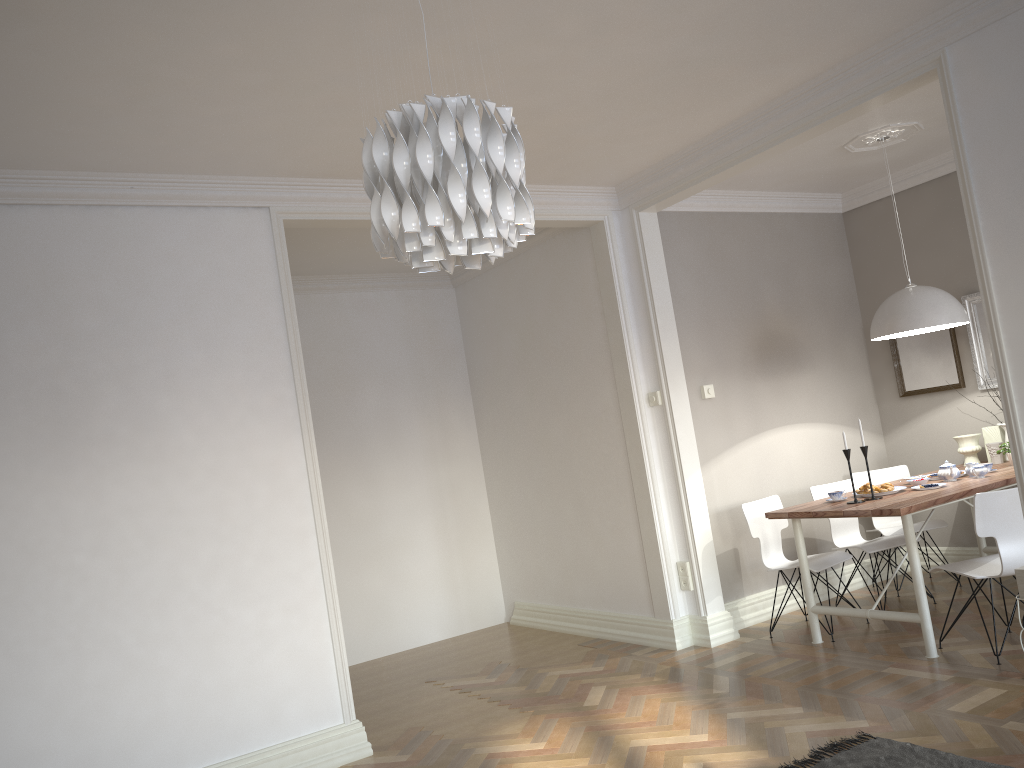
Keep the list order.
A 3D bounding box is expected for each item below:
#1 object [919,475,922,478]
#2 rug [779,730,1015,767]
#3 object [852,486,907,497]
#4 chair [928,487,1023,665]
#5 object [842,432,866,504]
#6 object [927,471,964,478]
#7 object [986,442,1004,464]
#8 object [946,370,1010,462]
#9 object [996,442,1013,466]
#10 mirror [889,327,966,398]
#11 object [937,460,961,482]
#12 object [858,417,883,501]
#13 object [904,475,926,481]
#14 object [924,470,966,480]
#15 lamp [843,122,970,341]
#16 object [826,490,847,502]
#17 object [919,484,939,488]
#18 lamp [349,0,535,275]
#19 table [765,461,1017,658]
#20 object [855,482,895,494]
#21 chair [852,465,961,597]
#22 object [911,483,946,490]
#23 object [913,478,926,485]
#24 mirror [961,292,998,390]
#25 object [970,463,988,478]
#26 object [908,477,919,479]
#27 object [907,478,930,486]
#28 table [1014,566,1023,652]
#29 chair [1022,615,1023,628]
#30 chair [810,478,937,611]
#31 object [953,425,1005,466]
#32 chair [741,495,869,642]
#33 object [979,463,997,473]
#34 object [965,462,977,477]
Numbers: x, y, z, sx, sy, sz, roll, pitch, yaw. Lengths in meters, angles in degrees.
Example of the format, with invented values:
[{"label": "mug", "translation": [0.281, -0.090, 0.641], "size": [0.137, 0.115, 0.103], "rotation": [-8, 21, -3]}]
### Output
[{"label": "object", "translation": [2.392, 0.541, 5.194], "size": [0.020, 0.003, 0.194], "rotation": [-11, -5, 25]}, {"label": "rug", "translation": [1.052, 1.309, 2.083], "size": [2.013, 0.055, 2.115], "rotation": [-6, -5, -32]}, {"label": "object", "translation": [2.063, 0.607, 4.980], "size": [0.287, 0.019, 0.287], "rotation": [-5, -6, -44]}, {"label": "chair", "translation": [2.321, 0.883, 4.272], "size": [0.431, 0.785, 0.480], "rotation": [-8, -4, -12]}, {"label": "object", "translation": [1.808, 0.440, 4.749], "size": [0.095, 0.396, 0.095], "rotation": [-7, -4, -37]}, {"label": "object", "translation": [2.584, 0.543, 5.290], "size": [0.201, 0.022, 0.194], "rotation": [-8, -4, -12]}, {"label": "object", "translation": [3.057, 0.438, 5.601], "size": [0.094, 0.131, 0.097], "rotation": [-11, -4, 24]}, {"label": "object", "translation": [3.109, 0.095, 5.526], "size": [0.699, 0.780, 0.351], "rotation": [-12, -5, 40]}, {"label": "object", "translation": [3.022, 0.407, 5.324], "size": [0.178, 0.162, 0.169], "rotation": [-10, -4, 9]}, {"label": "mirror", "translation": [2.865, -0.214, 6.157], "size": [0.051, 0.557, 0.475], "rotation": [-7, -4, -32]}, {"label": "object", "translation": [2.490, 0.494, 5.057], "size": [0.124, 0.118, 0.144], "rotation": [-7, -4, -28]}, {"label": "object", "translation": [1.908, 0.399, 4.780], "size": [0.095, 0.448, 0.095], "rotation": [-7, -4, -37]}, {"label": "object", "translation": [2.369, 0.565, 5.204], "size": [0.129, 0.038, 0.129], "rotation": [-7, -5, -27]}, {"label": "object", "translation": [2.583, 0.547, 5.285], "size": [0.287, 0.019, 0.287], "rotation": [-12, -5, 31]}, {"label": "lamp", "translation": [2.270, -0.886, 5.179], "size": [0.529, 1.181, 0.531], "rotation": [-7, -4, -25]}, {"label": "object", "translation": [1.811, 0.626, 4.946], "size": [0.116, 0.056, 0.138], "rotation": [-9, -4, -2]}, {"label": "object", "translation": [2.281, 0.562, 4.855], "size": [0.100, 0.025, 0.066], "rotation": [-12, -5, 35]}, {"label": "lamp", "translation": [-0.197, -0.782, 1.939], "size": [0.355, 1.064, 0.354], "rotation": [-10, -4, 10]}, {"label": "table", "translation": [2.522, 0.931, 5.083], "size": [1.984, 0.749, 0.854], "rotation": [-7, -5, -32]}, {"label": "object", "translation": [2.039, 0.586, 4.993], "size": [0.198, 0.063, 0.188], "rotation": [-11, -5, 28]}, {"label": "chair", "translation": [2.614, 0.962, 5.935], "size": [0.431, 0.785, 0.479], "rotation": [-9, -4, -1]}, {"label": "object", "translation": [2.287, 0.565, 4.865], "size": [0.180, 0.014, 0.180], "rotation": [-11, -5, 23]}, {"label": "object", "translation": [2.313, 0.561, 5.045], "size": [0.085, 0.039, 0.082], "rotation": [-11, -4, 23]}, {"label": "mirror", "translation": [3.182, -0.311, 5.641], "size": [0.047, 0.632, 0.545], "rotation": [-7, -4, -32]}, {"label": "object", "translation": [2.622, 0.484, 4.981], "size": [0.090, 0.086, 0.090], "rotation": [-10, -4, 13]}, {"label": "object", "translation": [2.372, 0.564, 5.215], "size": [0.057, 0.037, 0.073], "rotation": [-10, -4, 6]}, {"label": "object", "translation": [2.314, 0.562, 5.044], "size": [0.129, 0.038, 0.129], "rotation": [-6, -5, -32]}, {"label": "table", "translation": [2.159, 0.931, 3.166], "size": [0.298, 0.575, 0.554], "rotation": [-7, -4, -31]}, {"label": "chair", "translation": [2.848, 0.813, 4.470], "size": [0.431, 0.785, 0.480], "rotation": [-7, -4, -27]}, {"label": "chair", "translation": [2.218, 0.992, 5.500], "size": [0.431, 0.785, 0.480], "rotation": [-8, -4, -22]}, {"label": "object", "translation": [3.045, 0.402, 5.763], "size": [0.310, 0.228, 0.173], "rotation": [-10, -4, 11]}, {"label": "chair", "translation": [1.703, 1.052, 5.195], "size": [0.431, 0.785, 0.480], "rotation": [-6, -5, -42]}, {"label": "object", "translation": [2.768, 0.491, 5.183], "size": [0.116, 0.056, 0.116], "rotation": [-12, -5, 30]}, {"label": "object", "translation": [2.634, 0.489, 5.080], "size": [0.072, 0.086, 0.086], "rotation": [-11, -4, 23]}]
